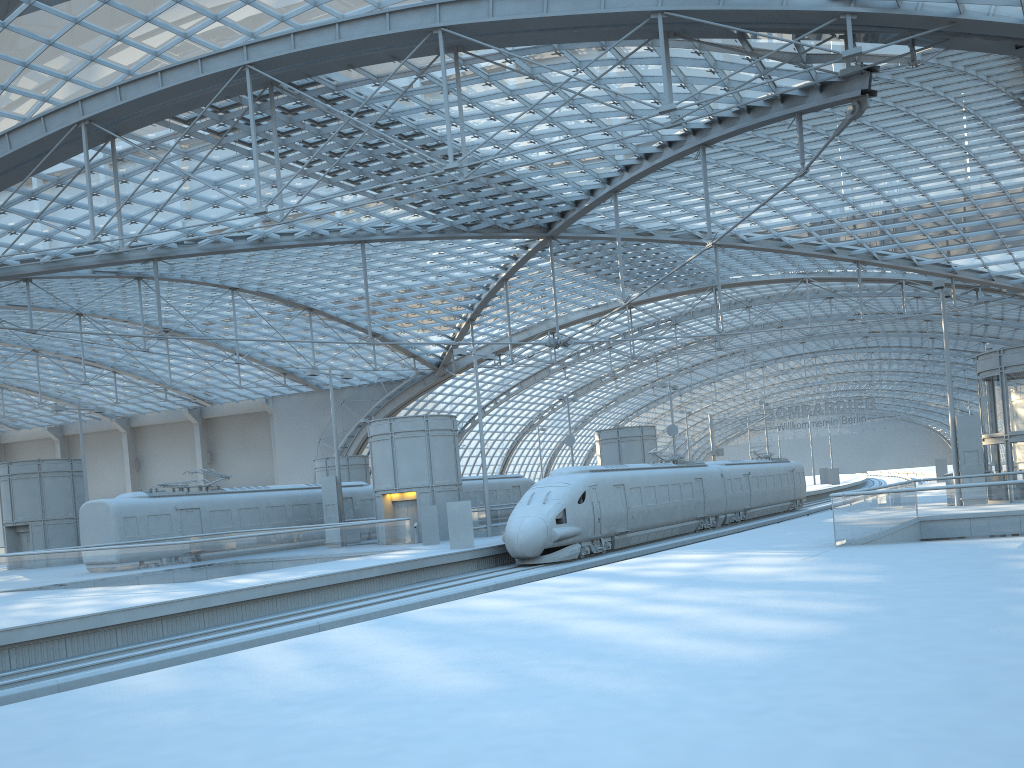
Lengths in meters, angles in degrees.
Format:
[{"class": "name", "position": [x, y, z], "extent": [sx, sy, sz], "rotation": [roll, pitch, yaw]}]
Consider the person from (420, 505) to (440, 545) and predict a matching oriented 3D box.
[{"class": "person", "position": [-3.281, 5.687, 35.241], "extent": [0.712, 1.615, 0.001], "rotation": [-5, 0, 10]}]

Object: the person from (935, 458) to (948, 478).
[{"class": "person", "position": [31.773, 6.409, 64.888], "extent": [0.001, 1.802, 0.906], "rotation": [-5, -1, -34]}]

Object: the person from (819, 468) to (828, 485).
[{"class": "person", "position": [34.167, 10.129, 96.419], "extent": [0.904, 1.802, 0.001], "rotation": [-5, 0, 26]}]

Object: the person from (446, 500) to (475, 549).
[{"class": "person", "position": [-1.792, 4.981, 30.954], "extent": [0.876, 1.708, 0.001], "rotation": [-5, 0, 5]}]

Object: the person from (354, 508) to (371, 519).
[{"class": "person", "position": [-7.375, 7.042, 43.686], "extent": [0.828, 1.735, 0.001], "rotation": [-5, 0, 5]}]

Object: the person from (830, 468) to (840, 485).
[{"class": "person", "position": [32.507, 9.336, 88.356], "extent": [0.831, 1.735, 0.001], "rotation": [-5, 0, 31]}]

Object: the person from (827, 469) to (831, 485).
[{"class": "person", "position": [33.513, 9.681, 91.893], "extent": [0.880, 1.708, 0.001], "rotation": [-5, 0, 31]}]
